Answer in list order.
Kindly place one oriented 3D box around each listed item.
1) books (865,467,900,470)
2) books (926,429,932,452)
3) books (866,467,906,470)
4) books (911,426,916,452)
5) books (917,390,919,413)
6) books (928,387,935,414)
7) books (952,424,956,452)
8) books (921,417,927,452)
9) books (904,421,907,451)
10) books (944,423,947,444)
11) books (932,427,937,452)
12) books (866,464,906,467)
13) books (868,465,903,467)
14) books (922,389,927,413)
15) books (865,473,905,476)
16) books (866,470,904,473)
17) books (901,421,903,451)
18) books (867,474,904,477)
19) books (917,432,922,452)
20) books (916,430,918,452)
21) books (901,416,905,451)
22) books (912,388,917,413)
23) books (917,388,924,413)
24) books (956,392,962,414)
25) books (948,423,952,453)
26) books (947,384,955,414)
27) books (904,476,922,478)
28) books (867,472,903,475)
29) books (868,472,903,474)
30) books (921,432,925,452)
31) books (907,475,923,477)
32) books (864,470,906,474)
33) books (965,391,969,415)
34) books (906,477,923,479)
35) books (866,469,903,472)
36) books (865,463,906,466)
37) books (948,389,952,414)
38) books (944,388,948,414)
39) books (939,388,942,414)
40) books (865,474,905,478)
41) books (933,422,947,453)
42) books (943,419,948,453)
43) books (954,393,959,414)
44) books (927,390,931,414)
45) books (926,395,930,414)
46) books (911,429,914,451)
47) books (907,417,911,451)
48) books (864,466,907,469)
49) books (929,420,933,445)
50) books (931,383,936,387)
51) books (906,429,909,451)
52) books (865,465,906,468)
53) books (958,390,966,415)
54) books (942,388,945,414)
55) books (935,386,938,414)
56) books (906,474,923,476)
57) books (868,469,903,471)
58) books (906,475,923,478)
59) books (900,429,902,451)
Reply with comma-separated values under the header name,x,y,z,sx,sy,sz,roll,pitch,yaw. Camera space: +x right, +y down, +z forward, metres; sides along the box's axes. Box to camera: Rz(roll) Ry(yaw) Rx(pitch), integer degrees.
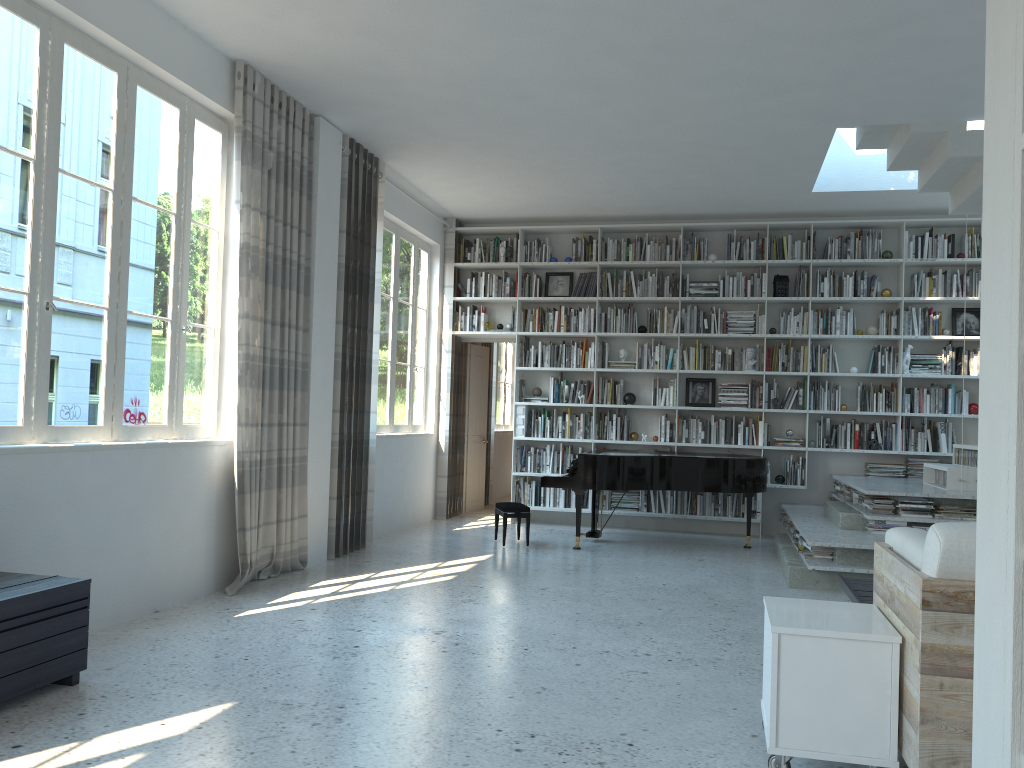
name,x,y,z,sx,sy,sz,roll,pitch,yaw
books,3.634,0.826,8.640,0.345,0.007,0.193,1,-2,10
books,4.009,0.546,8.555,0.052,0.217,0.184,1,-2,13
books,3.635,0.819,8.643,0.345,0.007,0.193,1,-2,15
books,3.885,0.530,8.583,0.015,0.243,0.156,2,-2,13
books,3.913,0.175,8.583,0.011,0.223,0.163,2,-2,13
books,4.035,0.161,8.539,0.028,0.255,0.191,2,-2,13
books,4.231,0.523,8.509,0.062,0.274,0.148,1,-2,13
books,3.979,0.487,8.564,0.014,0.333,0.169,2,-2,13
books,3.808,0.507,8.613,0.015,0.287,0.138,2,-2,13
books,4.160,0.516,8.533,0.012,0.285,0.159,2,-2,13
books,4.060,0.536,8.547,0.031,0.239,0.171,2,-2,13
books,3.636,0.789,8.644,0.345,0.007,0.193,1,-2,11
books,3.636,0.797,8.644,0.308,0.008,0.195,1,-2,15
books,3.976,0.168,8.579,0.026,0.239,0.177,2,-2,13
books,3.627,0.879,8.634,0.345,0.007,0.193,1,-2,18
books,3.629,0.849,8.635,0.308,0.008,0.195,2,-2,8
books,3.781,0.506,8.622,0.012,0.286,0.158,2,-2,13
books,3.627,0.886,8.637,0.308,0.008,0.195,1,-2,9
books,3.933,0.559,8.583,0.030,0.188,0.140,2,-2,13
books,3.907,0.548,8.589,0.025,0.210,0.137,2,-2,13
books,3.794,0.481,8.615,0.014,0.337,0.132,2,-2,13
books,3.900,0.163,8.599,0.024,0.247,0.143,2,-2,13
books,3.938,0.163,8.572,0.045,0.246,0.185,2,-2,13
books,4.281,0.186,8.512,0.037,0.218,0.139,2,-2,13
books,4.187,0.515,8.510,0.025,0.287,0.160,2,-2,13
books,4.208,0.148,8.511,0.026,0.290,0.181,2,-2,13
books,3.955,0.902,8.569,0.285,0.007,0.159,1,-2,13
books,3.628,0.871,8.638,0.308,0.008,0.195,1,-2,17
books,3.629,0.864,8.643,0.308,0.008,0.195,1,-2,15
books,3.958,0.561,8.570,0.024,0.185,0.149,2,-2,13
books,3.956,0.889,8.569,0.254,0.007,0.161,1,-2,13
books,3.631,0.857,8.643,0.345,0.007,0.193,1,-2,11
books,4.334,0.185,8.492,0.027,0.223,0.170,2,-2,13
books,3.954,0.909,8.562,0.254,0.007,0.161,1,-2,16
books,3.633,0.842,8.648,0.308,0.008,0.195,1,-2,13
books,3.636,0.782,8.644,0.345,0.007,0.193,1,-2,15
books,4.183,0.170,8.513,0.023,0.244,0.190,2,-2,13
books,4.172,0.166,8.541,0.012,0.254,0.161,2,-2,13
books,4.113,0.168,8.549,0.026,0.246,0.165,2,-2,13
books,3.627,0.894,8.637,0.345,0.007,0.193,1,-2,17
books,4.102,0.510,8.494,0.075,0.291,0.255,1,-2,13
books,4.174,0.496,8.536,0.012,0.326,0.136,2,-2,13
books,4.245,0.193,8.505,0.030,0.200,0.189,2,-2,13
books,4.020,0.174,8.566,0.012,0.229,0.179,2,-2,13
books,3.998,0.197,8.560,0.027,0.181,0.186,2,-2,13
books,3.869,0.544,8.597,0.023,0.214,0.163,2,-2,13
books,3.856,0.488,8.613,0.013,0.327,0.130,2,-2,13
books,3.633,0.811,8.635,0.345,0.007,0.193,2,-2,8
books,4.045,0.504,8.570,0.010,0.304,0.131,2,-2,13
books,4.061,0.140,8.556,0.013,0.299,0.147,2,-2,13
books,3.832,0.545,8.618,0.033,0.213,0.140,2,-2,13
books,3.635,0.804,8.644,0.345,0.007,0.193,1,-2,15
books,4.309,0.178,8.497,0.025,0.235,0.181,2,-2,13
books,4.128,0.166,8.525,0.014,0.249,0.177,2,-2,13
books,4.068,0.158,8.536,0.012,0.262,0.186,2,-2,13
books,3.955,0.882,8.567,0.254,0.007,0.161,1,-2,14
books,3.633,0.834,8.635,0.308,0.008,0.195,1,-2,18
books,3.954,0.895,8.560,0.254,0.007,0.161,1,-2,17
books,3.756,0.544,8.606,0.027,0.208,0.164,2,-2,13
